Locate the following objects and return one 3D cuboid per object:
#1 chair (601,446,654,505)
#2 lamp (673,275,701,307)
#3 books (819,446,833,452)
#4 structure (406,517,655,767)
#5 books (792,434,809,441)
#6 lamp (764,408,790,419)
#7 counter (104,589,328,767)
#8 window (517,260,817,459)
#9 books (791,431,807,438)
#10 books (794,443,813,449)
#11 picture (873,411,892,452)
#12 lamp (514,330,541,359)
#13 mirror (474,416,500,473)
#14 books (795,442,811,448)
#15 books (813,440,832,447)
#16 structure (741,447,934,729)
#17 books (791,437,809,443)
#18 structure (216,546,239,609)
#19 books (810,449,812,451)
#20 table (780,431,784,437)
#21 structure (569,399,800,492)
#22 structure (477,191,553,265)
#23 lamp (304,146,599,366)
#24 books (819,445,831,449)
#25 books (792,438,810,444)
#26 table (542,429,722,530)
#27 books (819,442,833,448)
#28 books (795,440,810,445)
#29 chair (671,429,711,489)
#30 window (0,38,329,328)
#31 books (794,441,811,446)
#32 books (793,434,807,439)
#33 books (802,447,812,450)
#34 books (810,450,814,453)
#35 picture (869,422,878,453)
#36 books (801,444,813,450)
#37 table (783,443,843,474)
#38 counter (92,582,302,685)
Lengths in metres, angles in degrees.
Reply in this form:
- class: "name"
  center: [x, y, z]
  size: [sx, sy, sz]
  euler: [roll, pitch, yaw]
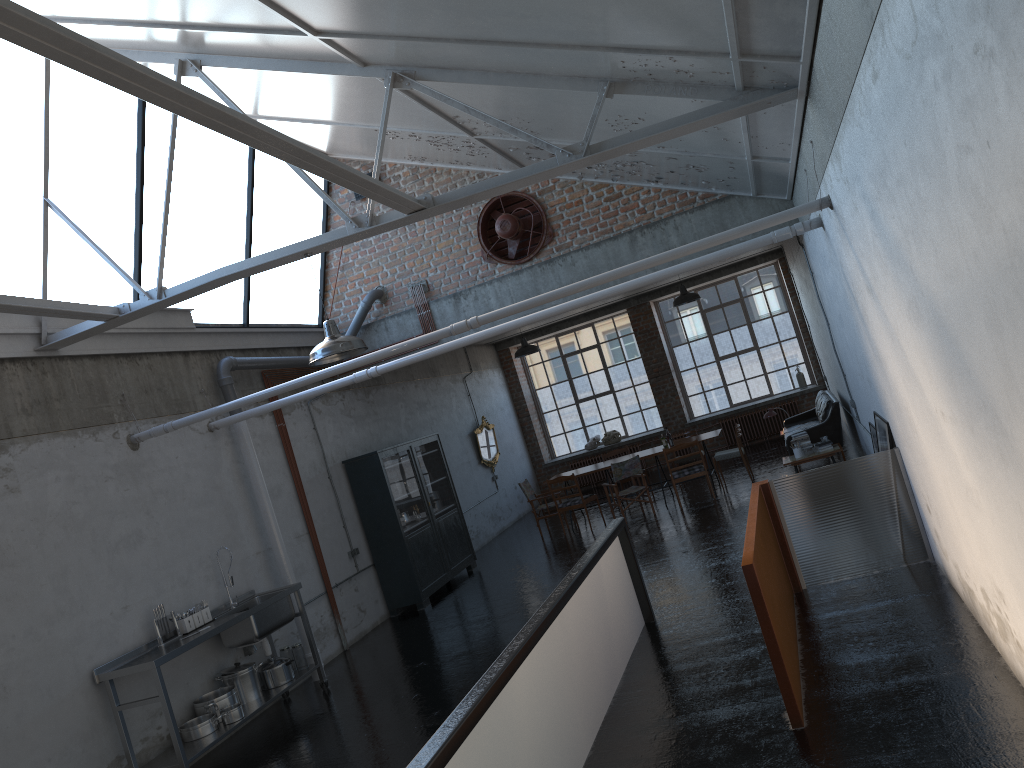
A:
- class: "chair"
  center: [2.142, 1.703, 16.443]
  size: [0.573, 1.028, 0.509]
  euler: [-17, -2, -19]
- class: "lamp"
  center: [2.846, -1.805, 15.080]
  size: [0.502, 0.891, 0.502]
  euler: [-18, -2, 21]
- class: "books"
  center: [4.394, 0.909, 12.489]
  size: [0.179, 0.034, 0.243]
  euler: [-17, -2, 0]
- class: "structure"
  center: [0.420, 2.026, 5.804]
  size: [0.119, 1.221, 5.500]
  euler: [-18, -2, 17]
- class: "books"
  center: [4.110, 0.759, 12.633]
  size: [0.209, 0.023, 0.167]
  euler: [-17, -2, 11]
- class: "lamp"
  center: [4.796, 0.643, 15.930]
  size: [0.496, 0.492, 0.220]
  euler: [-17, -2, 9]
- class: "counter"
  center: [-2.730, 2.885, 8.556]
  size: [0.589, 1.160, 2.374]
  euler: [-18, -2, 17]
- class: "window"
  center: [7.925, -0.136, 19.757]
  size: [19.864, 12.900, 0.747]
  euler: [-18, -2, 17]
- class: "books"
  center: [4.091, 0.720, 12.635]
  size: [0.201, 0.024, 0.159]
  euler: [-17, -2, 7]
- class: "books"
  center: [4.141, 0.886, 12.625]
  size: [0.245, 0.028, 0.193]
  euler: [-17, -2, 12]
- class: "picture"
  center: [3.540, 0.912, 8.335]
  size: [0.233, 1.215, 1.095]
  euler: [-18, -2, 17]
- class: "lamp"
  center: [0.153, -0.952, 15.924]
  size: [0.502, 0.891, 0.502]
  euler: [-18, -2, 21]
- class: "mirror"
  center: [-0.479, 1.236, 18.253]
  size: [0.172, 1.182, 1.339]
  euler: [-18, -2, 17]
- class: "books"
  center: [4.139, 0.860, 12.619]
  size: [0.221, 0.023, 0.147]
  euler: [-18, -2, 16]
- class: "books"
  center: [4.367, 0.835, 12.493]
  size: [0.225, 0.029, 0.179]
  euler: [-17, -2, 9]
- class: "structure"
  center: [2.536, 1.393, 6.478]
  size: [1.272, 1.221, 2.942]
  euler: [-18, -2, 17]
- class: "books"
  center: [4.100, 0.785, 12.626]
  size: [0.231, 0.023, 0.162]
  euler: [-18, -2, 32]
- class: "structure"
  center: [-2.956, 2.019, 9.310]
  size: [0.210, 0.661, 0.039]
  euler: [-18, -2, 16]
- class: "books"
  center: [4.147, 0.950, 12.610]
  size: [0.249, 0.023, 0.175]
  euler: [-17, -2, 12]
- class: "table"
  center: [5.268, 0.986, 15.830]
  size: [0.811, 0.458, 0.649]
  euler: [-18, -2, 17]
- class: "structure"
  center: [3.831, 1.417, 19.841]
  size: [5.349, 0.713, 0.232]
  euler: [-18, -2, 17]
- class: "structure"
  center: [0.007, -2.195, 12.299]
  size: [1.058, 1.096, 0.808]
  euler: [-18, -2, 17]
- class: "lamp"
  center: [-0.203, -1.601, 9.121]
  size: [0.945, 2.025, 5.320]
  euler: [-18, -2, 35]
- class: "books"
  center: [4.379, 0.884, 12.497]
  size: [0.166, 0.024, 0.227]
  euler: [-17, -2, -4]
- class: "books"
  center: [4.114, 0.803, 12.623]
  size: [0.244, 0.019, 0.174]
  euler: [-18, -2, 17]
- class: "table"
  center: [2.211, 1.695, 15.347]
  size: [3.112, 0.917, 1.067]
  euler: [-18, -2, 17]
- class: "books"
  center: [4.385, 0.858, 12.496]
  size: [0.243, 0.024, 0.175]
  euler: [-17, -2, 13]
- class: "books"
  center: [4.125, 0.821, 12.621]
  size: [0.205, 0.022, 0.155]
  euler: [-17, -2, 12]
- class: "chair"
  center: [3.248, 1.376, 16.266]
  size: [0.589, 0.971, 0.577]
  euler: [-18, -2, 16]
- class: "window"
  center: [-3.887, -1.825, 9.202]
  size: [0.994, 2.404, 8.048]
  euler: [-18, -2, 17]
- class: "books"
  center: [4.134, 0.841, 12.625]
  size: [0.224, 0.021, 0.158]
  euler: [-18, -2, 17]
- class: "books"
  center: [4.100, 0.740, 12.624]
  size: [0.205, 0.020, 0.155]
  euler: [-18, -2, 17]
- class: "books"
  center: [4.140, 0.928, 12.610]
  size: [0.249, 0.023, 0.175]
  euler: [-18, -2, 17]
- class: "books"
  center: [4.155, 0.982, 12.610]
  size: [0.248, 0.043, 0.192]
  euler: [-18, -2, 17]
- class: "picture"
  center: [3.960, 0.940, 9.494]
  size: [0.135, 0.994, 0.889]
  euler: [-18, -2, 17]
- class: "books"
  center: [4.148, 0.906, 12.622]
  size: [0.255, 0.014, 0.192]
  euler: [-18, -2, 20]
- class: "table"
  center: [4.284, 1.196, 12.483]
  size: [0.811, 0.458, 0.649]
  euler: [-18, -2, 17]
- class: "counter"
  center: [-2.836, 2.569, 8.567]
  size: [0.625, 0.644, 2.435]
  euler: [-18, -2, 17]
